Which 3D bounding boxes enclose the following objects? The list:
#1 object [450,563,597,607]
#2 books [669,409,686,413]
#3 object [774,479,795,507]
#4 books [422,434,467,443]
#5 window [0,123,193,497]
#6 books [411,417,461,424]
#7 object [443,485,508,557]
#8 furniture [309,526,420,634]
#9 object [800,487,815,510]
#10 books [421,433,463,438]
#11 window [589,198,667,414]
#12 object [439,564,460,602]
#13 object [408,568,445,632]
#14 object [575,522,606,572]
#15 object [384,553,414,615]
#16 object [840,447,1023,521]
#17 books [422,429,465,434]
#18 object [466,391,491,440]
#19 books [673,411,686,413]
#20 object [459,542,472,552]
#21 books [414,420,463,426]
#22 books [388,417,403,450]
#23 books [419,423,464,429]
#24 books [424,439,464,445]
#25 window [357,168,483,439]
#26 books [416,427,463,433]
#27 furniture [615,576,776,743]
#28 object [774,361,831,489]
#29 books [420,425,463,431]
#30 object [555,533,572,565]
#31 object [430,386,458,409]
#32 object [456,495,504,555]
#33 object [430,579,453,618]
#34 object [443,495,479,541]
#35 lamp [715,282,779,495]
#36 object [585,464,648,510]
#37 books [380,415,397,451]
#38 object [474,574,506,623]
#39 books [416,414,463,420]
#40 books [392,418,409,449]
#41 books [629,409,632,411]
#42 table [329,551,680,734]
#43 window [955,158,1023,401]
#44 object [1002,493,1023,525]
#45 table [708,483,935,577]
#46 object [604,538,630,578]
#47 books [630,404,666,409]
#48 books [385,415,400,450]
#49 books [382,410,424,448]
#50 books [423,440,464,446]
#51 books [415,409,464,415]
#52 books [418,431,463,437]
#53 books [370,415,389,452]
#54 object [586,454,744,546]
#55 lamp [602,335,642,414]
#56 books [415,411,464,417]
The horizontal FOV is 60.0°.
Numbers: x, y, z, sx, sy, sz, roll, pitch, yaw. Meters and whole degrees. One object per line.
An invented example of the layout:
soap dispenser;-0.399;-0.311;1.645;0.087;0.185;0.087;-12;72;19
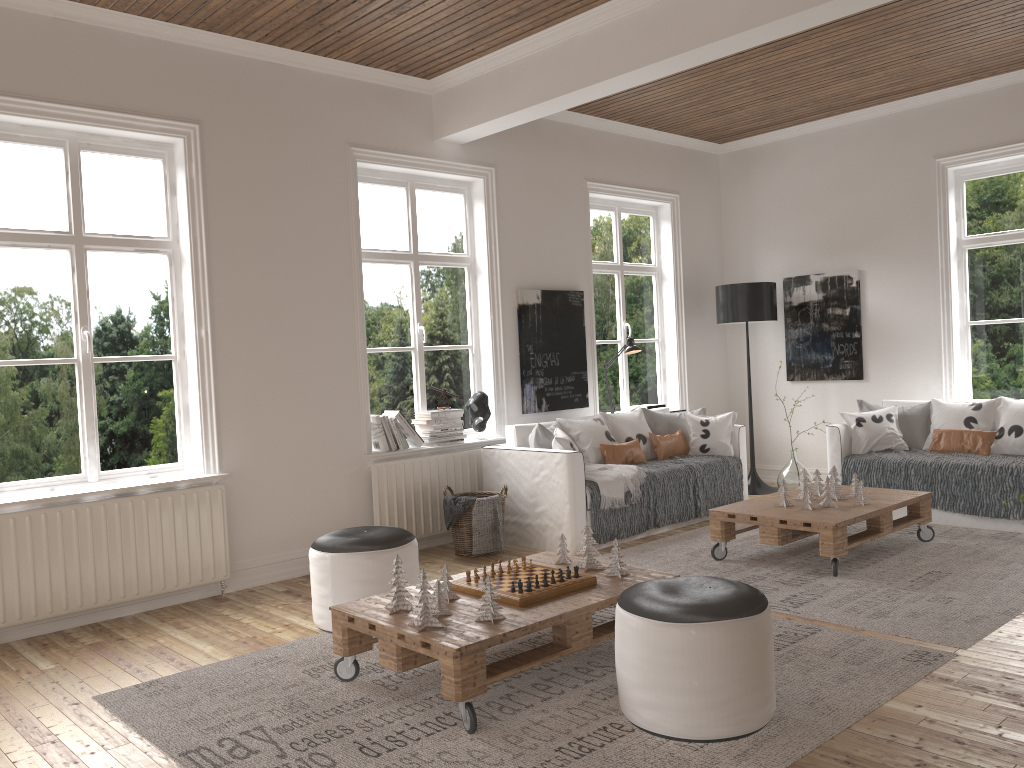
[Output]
object;0.043;0.805;3.589;0.429;0.036;0.429;-4;2;-42
books;1.362;0.237;7.738;0.251;0.012;0.202;-4;2;-41
object;1.567;0.622;5.107;0.088;0.161;0.093;-4;2;-33
books;-0.491;0.370;6.057;0.331;0.025;0.176;-4;2;-42
window;-2.232;-0.377;4.622;1.055;1.872;0.120;-4;2;-42
books;-0.520;0.247;6.053;0.296;0.028;0.180;-4;2;-42
object;-0.225;0.861;5.660;0.393;0.432;0.393;-3;2;-21
furniture;-0.703;0.923;4.253;0.518;0.430;0.518;-3;2;-21
object;1.657;0.639;4.978;0.068;0.124;0.072;-2;2;32
books;-0.482;0.351;6.065;0.254;0.013;0.161;-4;2;-42
window;0.959;-0.616;7.548;1.055;1.872;0.120;-4;2;-42
object;-0.257;0.768;3.446;0.082;0.141;0.077;-2;2;29
object;-0.306;0.746;3.111;0.106;0.208;0.107;-4;2;-27
object;0.334;0.697;3.839;0.111;0.204;0.118;-3;2;-19
object;-0.426;0.743;3.341;0.108;0.213;0.109;-3;2;-18
object;3.122;0.624;5.847;0.656;0.390;1.704;-4;2;-42
books;-0.473;0.322;6.062;0.256;0.013;0.161;-4;2;-42
object;-0.237;0.222;6.251;0.171;0.340;0.177;-3;2;-6
books;1.366;0.250;7.732;0.248;0.014;0.187;-4;2;-44
object;-0.219;0.973;5.668;0.280;0.186;0.291;-2;2;33
books;-0.502;0.267;6.070;0.288;0.016;0.182;-4;2;-42
books;-0.801;0.321;5.779;0.101;0.218;0.161;-4;2;-42
books;-0.485;0.283;6.066;0.263;0.017;0.167;-4;2;-42
books;-0.485;0.390;6.048;0.285;0.012;0.159;-4;2;-42
window;-0.636;-0.496;6.085;1.055;1.872;0.120;-4;2;-42
books;-0.495;0.312;6.053;0.285;0.012;0.159;-4;2;-42
furniture;0.610;0.895;2.975;0.518;0.430;0.518;-4;2;-39
object;2.372;0.357;7.204;0.515;1.117;0.275;-4;2;-26
books;-0.484;0.299;6.056;0.254;0.012;0.161;-4;2;-42
object;0.228;0.732;3.969;0.079;0.137;0.075;-3;2;6
object;-0.461;0.087;6.049;0.177;0.161;0.092;-2;2;15
object;-0.212;0.873;5.618;0.290;0.356;0.349;-3;2;-13
object;-0.270;0.779;3.243;0.072;0.132;0.076;-4;2;-42
object;-0.270;0.860;5.604;0.303;0.332;0.367;-2;2;38
lamp;2.025;0.034;7.555;0.499;1.754;0.499;-1;2;45
object;0.576;0.650;5.981;0.588;0.255;0.729;-4;2;-39
books;-0.843;0.315;5.732;0.112;0.235;0.172;-4;2;-42
object;-0.081;0.755;3.149;0.085;0.166;0.085;-2;2;33
books;-0.495;0.222;6.054;0.273;0.021;0.174;-4;2;-42
books;-0.769;0.321;5.801;0.118;0.213;0.161;-4;2;-42
books;1.162;0.220;7.552;0.258;0.023;0.212;-4;2;-42
table;0.004;0.973;3.538;1.189;0.300;0.821;-4;2;-42
window;3.827;-0.726;6.508;0.120;1.872;1.055;-4;2;-42
object;2.172;0.475;3.385;0.515;1.117;0.275;-2;2;14
table;1.828;0.836;5.226;1.189;0.300;0.821;-4;2;-42
object;0.436;0.717;3.692;0.082;0.160;0.082;-2;2;37
books;1.156;0.195;7.543;0.239;0.028;0.190;-4;2;-40
books;-0.821;0.315;5.756;0.104;0.232;0.152;-4;2;-42
books;-0.723;0.296;5.849;0.226;0.255;0.176;-4;2;-42
books;-0.476;0.402;6.062;0.254;0.012;0.161;-4;2;-42
books;-0.495;0.188;6.040;0.288;0.016;0.182;-4;2;-42
books;-0.506;0.339;6.064;0.288;0.016;0.182;-4;2;-42
books;-0.882;0.315;5.711;0.093;0.239;0.172;-4;2;-42
object;0.914;0.761;6.274;1.680;0.423;0.651;-4;2;-42
lamp;0.883;-0.041;7.156;0.196;0.703;0.439;-4;2;-42
books;-0.497;0.203;6.052;0.288;0.016;0.182;-4;2;-42
